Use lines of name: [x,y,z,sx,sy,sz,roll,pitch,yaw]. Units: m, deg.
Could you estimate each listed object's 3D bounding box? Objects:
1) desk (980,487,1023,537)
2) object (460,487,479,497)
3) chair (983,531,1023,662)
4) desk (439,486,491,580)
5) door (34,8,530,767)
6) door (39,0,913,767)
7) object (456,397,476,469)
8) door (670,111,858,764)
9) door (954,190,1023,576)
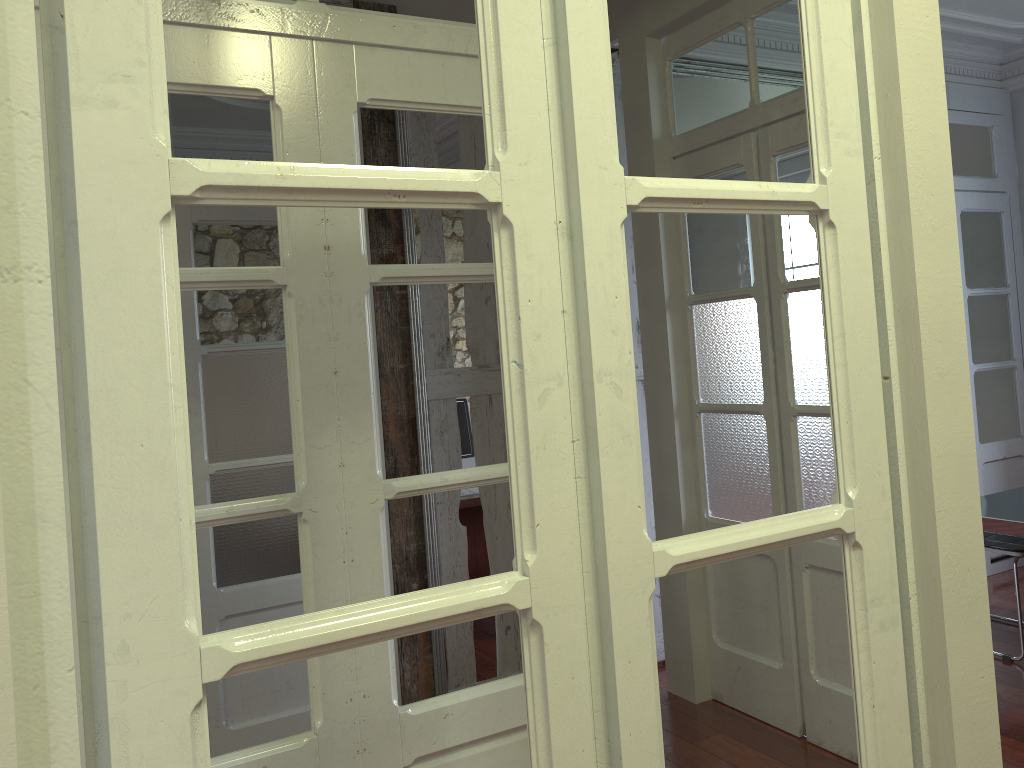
desk: [2.803,0.788,3.309,1.448,0.654,1.709,-5,2,-29]
object: [-0.336,0.567,4.504,0.439,0.017,0.118,-5,2,-29]
chair: [2.141,0.685,4.032,0.476,0.920,0.600,-4,0,-29]
desk: [-0.272,0.915,5.080,2.511,0.728,1.298,-5,1,-29]
door: [-0.328,0.356,1.745,1.078,2.088,0.040,-4,-1,-29]
door: [0.093,0.350,1.004,1.078,2.088,0.040,-4,-1,-29]
object: [-0.438,0.331,4.716,0.484,0.485,0.189,-4,-1,-29]
door: [0.966,0.164,3.159,0.041,2.182,1.055,-3,-1,-29]
door: [2.537,-0.010,4.973,1.162,2.184,0.040,-4,-1,-29]
